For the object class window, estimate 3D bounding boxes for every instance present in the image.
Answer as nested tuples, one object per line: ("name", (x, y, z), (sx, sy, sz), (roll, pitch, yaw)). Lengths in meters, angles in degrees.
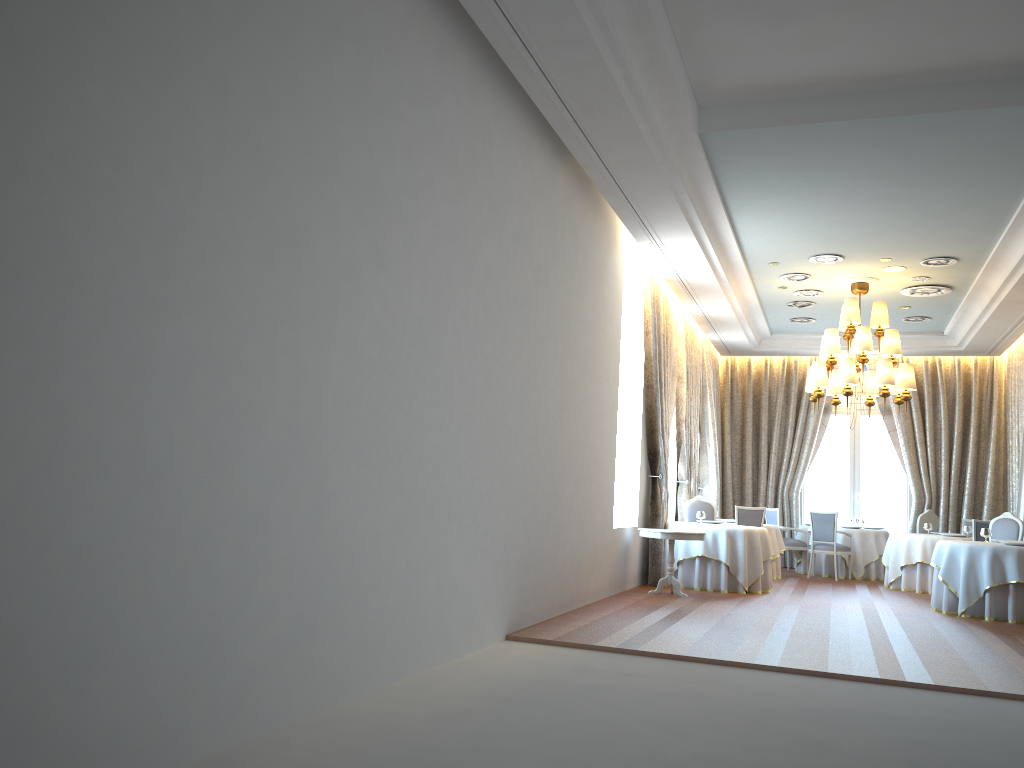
("window", (6.605, 1.159, 17.077), (1.881, 3.306, 0.196), (1, -8, 20))

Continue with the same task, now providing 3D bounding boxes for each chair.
("chair", (3.520, 2.419, 13.514), (0.650, 1.108, 0.629), (4, -7, -5))
("chair", (2.822, 2.255, 12.973), (0.563, 1.233, 0.690), (4, -7, -5))
("chair", (6.143, 2.250, 11.397), (0.690, 1.233, 0.563), (6, -7, -20))
("chair", (6.521, 2.466, 12.505), (0.650, 1.108, 0.629), (4, -7, -10))
("chair", (6.724, 2.716, 14.893), (0.563, 1.233, 0.690), (7, -8, -29))
("chair", (4.814, 2.753, 15.617), (0.629, 1.108, 0.650), (5, -7, -15))
("chair", (5.229, 2.662, 14.689), (0.650, 1.108, 0.629), (-2, -9, 35))
("chair", (7.513, 2.759, 14.415), (0.650, 1.108, 0.629), (-3, -9, 40))

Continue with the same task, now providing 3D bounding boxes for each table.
("table", (1.934, 2.184, 10.763), (0.761, 0.801, 0.760), (7, -8, -30))
("table", (2.725, 2.366, 12.122), (1.663, 0.890, 1.667), (2, -7, 9))
("table", (5.859, 2.984, 15.670), (1.667, 0.890, 1.663), (-2, -9, 39))
("table", (6.550, 2.754, 13.490), (1.663, 0.890, 1.667), (-1, -8, 34))
("table", (5.868, 2.345, 10.505), (1.663, 0.890, 1.667), (2, -7, 9))
("table", (3.624, 2.721, 14.577), (1.667, 0.890, 1.663), (2, -7, 14))

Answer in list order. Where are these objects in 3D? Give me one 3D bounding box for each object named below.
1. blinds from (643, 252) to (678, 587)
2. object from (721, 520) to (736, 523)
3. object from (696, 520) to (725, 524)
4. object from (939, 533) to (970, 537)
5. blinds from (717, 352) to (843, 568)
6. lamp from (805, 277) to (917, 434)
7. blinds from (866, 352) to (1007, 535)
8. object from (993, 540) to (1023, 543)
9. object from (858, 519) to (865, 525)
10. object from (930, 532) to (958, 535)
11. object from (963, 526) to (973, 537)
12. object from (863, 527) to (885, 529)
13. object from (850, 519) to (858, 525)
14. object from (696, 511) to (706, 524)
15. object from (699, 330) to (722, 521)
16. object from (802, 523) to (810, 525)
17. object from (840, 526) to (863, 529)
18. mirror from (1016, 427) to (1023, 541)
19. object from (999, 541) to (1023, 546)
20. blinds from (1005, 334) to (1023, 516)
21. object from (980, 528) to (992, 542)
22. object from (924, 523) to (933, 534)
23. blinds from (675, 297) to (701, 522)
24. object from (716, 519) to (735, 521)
("blinds", (2.084, 0.340, 12.281), (0.315, 4.930, 2.204), (1, -8, 20))
("object", (3.553, 2.200, 14.180), (0.419, 0.036, 0.419), (1, -7, 19))
("object", (2.825, 1.960, 12.583), (0.419, 0.036, 0.419), (1, -7, 19))
("object", (6.558, 2.244, 13.150), (0.419, 0.036, 0.419), (1, -7, 19))
("blinds", (5.072, 1.121, 17.199), (2.535, 4.901, 0.386), (1, -8, 20))
("lamp", (4.807, -0.395, 12.273), (1.373, 2.121, 1.373), (8, -8, -32))
("blinds", (7.771, 1.152, 16.208), (2.476, 4.901, 0.386), (1, -8, 20))
("object", (6.138, 1.944, 10.918), (0.419, 0.036, 0.419), (1, -7, 19))
("object", (6.264, 2.506, 15.925), (0.128, 0.165, 0.128), (1, -8, 20))
("object", (6.799, 2.354, 13.926), (0.419, 0.036, 0.419), (1, -7, 19))
("object", (6.849, 2.218, 13.324), (0.128, 0.165, 0.128), (1, -8, 20))
("object", (6.346, 2.535, 15.601), (0.419, 0.036, 0.419), (1, -7, 19))
("object", (6.009, 2.447, 15.570), (0.128, 0.165, 0.128), (1, -8, 20))
("object", (2.628, 1.854, 12.335), (0.128, 0.165, 0.128), (3, -7, 2))
("object", (3.734, 1.013, 16.574), (0.386, 4.901, 2.121), (1, -8, 20))
("object", (5.372, 2.499, 15.760), (0.419, 0.036, 0.419), (1, -7, 19))
("object", (5.846, 2.467, 15.279), (0.419, 0.036, 0.419), (1, -7, 19))
("mirror", (7.005, 1.612, 11.772), (0.385, 2.564, 2.251), (1, -8, 20))
("object", (5.795, 1.826, 10.124), (0.419, 0.036, 0.419), (1, -7, 19))
("blinds", (8.107, 0.862, 13.846), (0.238, 4.819, 4.439), (1, -8, 20))
("object", (5.810, 1.854, 10.869), (0.128, 0.165, 0.128), (9, -9, -39))
("object", (6.506, 2.264, 13.860), (0.128, 0.165, 0.128), (1, -8, 20))
("blinds", (2.938, 0.672, 14.563), (0.335, 4.969, 2.257), (1, -8, 20))
("object", (3.669, 2.320, 15.098), (0.419, 0.036, 0.419), (1, -7, 19))
